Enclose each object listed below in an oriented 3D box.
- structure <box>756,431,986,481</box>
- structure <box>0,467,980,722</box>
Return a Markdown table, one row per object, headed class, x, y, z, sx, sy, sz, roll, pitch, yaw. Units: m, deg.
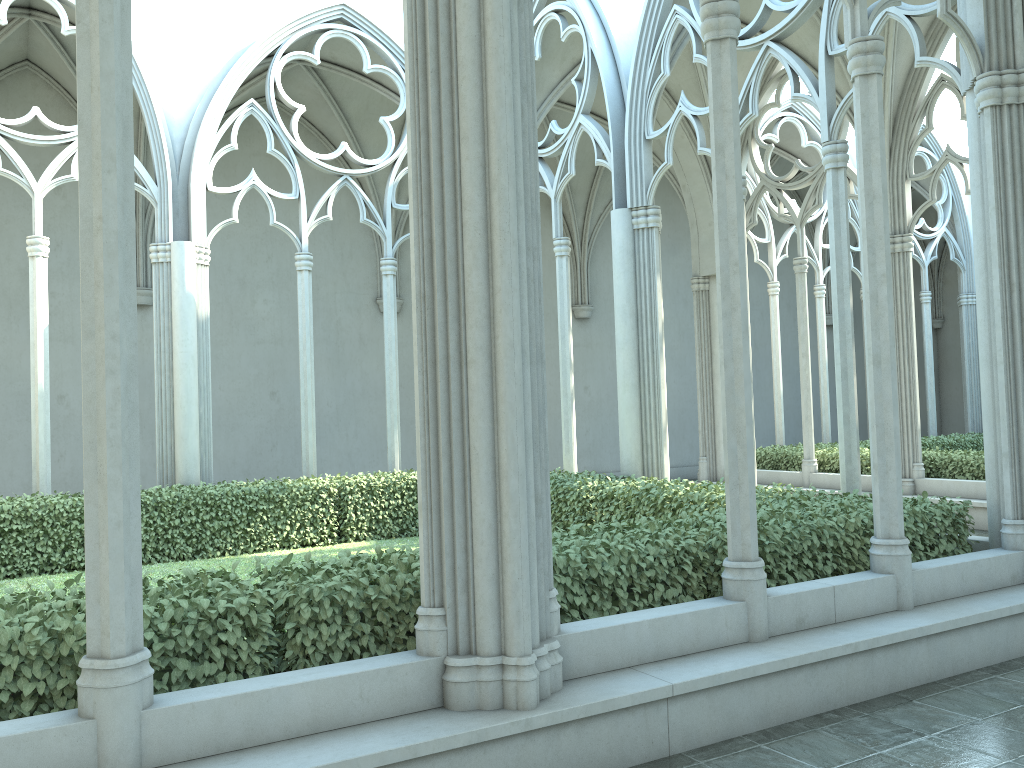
| class | x | y | z | sx | sy | sz | roll | pitch | yaw |
| --- | --- | --- | --- | --- | --- | --- | --- | --- | --- |
| structure | 9.490 | 1.353 | 14.638 | 8.018 | 0.963 | 7.995 | -1 | -2 | -30 |
| structure | -1.857 | 1.515 | 8.164 | 8.018 | 0.963 | 7.995 | -1 | -2 | -30 |
